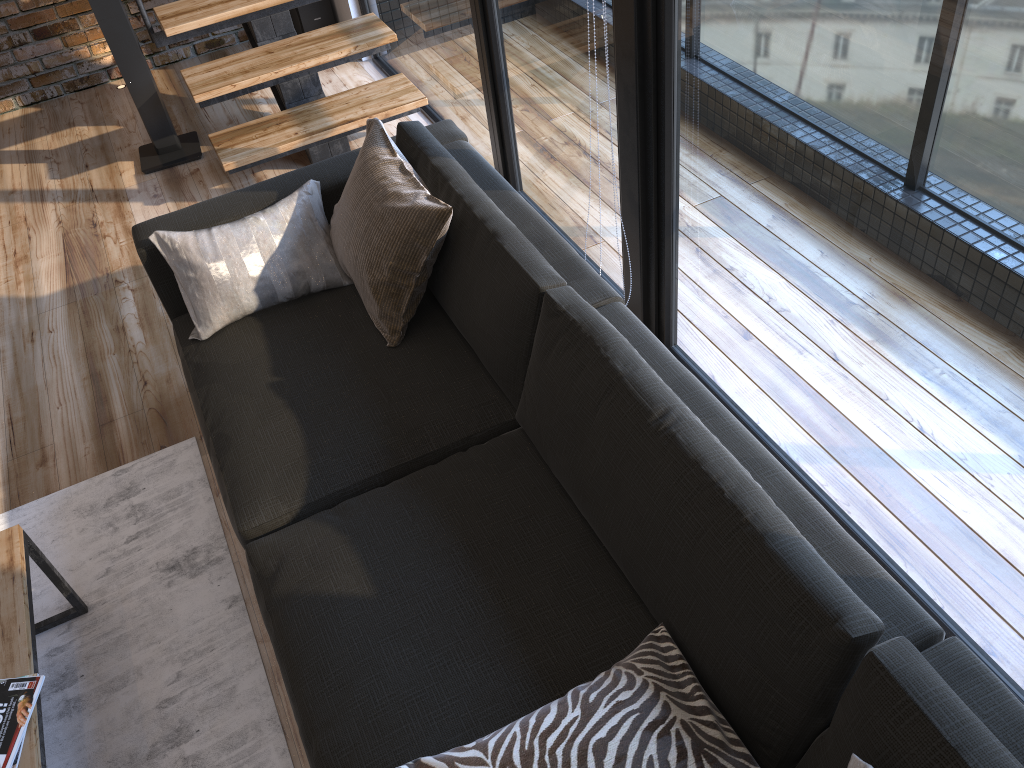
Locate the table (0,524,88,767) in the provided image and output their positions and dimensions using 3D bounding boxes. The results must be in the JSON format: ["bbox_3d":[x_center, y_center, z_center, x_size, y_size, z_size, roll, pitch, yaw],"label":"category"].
[{"bbox_3d":[-1.542,0.893,1.770,1.296,0.353,0.693,-23,45,-13],"label":"table"}]

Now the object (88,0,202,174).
[{"bbox_3d":[-1.620,-1.475,3.611,0.270,1.215,0.269,-19,45,-10],"label":"object"}]

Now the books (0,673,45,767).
[{"bbox_3d":[-1.047,0.659,1.661,0.295,0.013,0.227,-8,44,1],"label":"books"}]

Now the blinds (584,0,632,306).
[{"bbox_3d":[0.190,-0.899,1.930,0.095,2.059,5.336,-23,45,-14],"label":"blinds"}]

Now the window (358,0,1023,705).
[{"bbox_3d":[-1.559,-1.448,0.682,5.655,5.610,13.314,-23,45,-14],"label":"window"}]

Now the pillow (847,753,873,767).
[{"bbox_3d":[0.494,0.794,1.035,0.234,0.296,0.607,-23,45,-13],"label":"pillow"}]

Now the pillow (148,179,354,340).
[{"bbox_3d":[-0.704,-0.338,2.449,0.498,0.267,0.211,-22,45,-13],"label":"pillow"}]

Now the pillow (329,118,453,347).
[{"bbox_3d":[-0.345,-0.423,2.379,0.264,0.385,0.605,-23,45,-13],"label":"pillow"}]

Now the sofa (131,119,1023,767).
[{"bbox_3d":[-0.849,0.789,1.504,2.995,0.706,3.025,-23,45,-14],"label":"sofa"}]

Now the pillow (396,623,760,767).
[{"bbox_3d":[0.126,0.629,1.391,0.530,0.179,0.354,-24,46,-15],"label":"pillow"}]

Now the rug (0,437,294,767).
[{"bbox_3d":[-1.552,1.036,1.879,2.110,0.003,1.626,-23,45,-14],"label":"rug"}]
